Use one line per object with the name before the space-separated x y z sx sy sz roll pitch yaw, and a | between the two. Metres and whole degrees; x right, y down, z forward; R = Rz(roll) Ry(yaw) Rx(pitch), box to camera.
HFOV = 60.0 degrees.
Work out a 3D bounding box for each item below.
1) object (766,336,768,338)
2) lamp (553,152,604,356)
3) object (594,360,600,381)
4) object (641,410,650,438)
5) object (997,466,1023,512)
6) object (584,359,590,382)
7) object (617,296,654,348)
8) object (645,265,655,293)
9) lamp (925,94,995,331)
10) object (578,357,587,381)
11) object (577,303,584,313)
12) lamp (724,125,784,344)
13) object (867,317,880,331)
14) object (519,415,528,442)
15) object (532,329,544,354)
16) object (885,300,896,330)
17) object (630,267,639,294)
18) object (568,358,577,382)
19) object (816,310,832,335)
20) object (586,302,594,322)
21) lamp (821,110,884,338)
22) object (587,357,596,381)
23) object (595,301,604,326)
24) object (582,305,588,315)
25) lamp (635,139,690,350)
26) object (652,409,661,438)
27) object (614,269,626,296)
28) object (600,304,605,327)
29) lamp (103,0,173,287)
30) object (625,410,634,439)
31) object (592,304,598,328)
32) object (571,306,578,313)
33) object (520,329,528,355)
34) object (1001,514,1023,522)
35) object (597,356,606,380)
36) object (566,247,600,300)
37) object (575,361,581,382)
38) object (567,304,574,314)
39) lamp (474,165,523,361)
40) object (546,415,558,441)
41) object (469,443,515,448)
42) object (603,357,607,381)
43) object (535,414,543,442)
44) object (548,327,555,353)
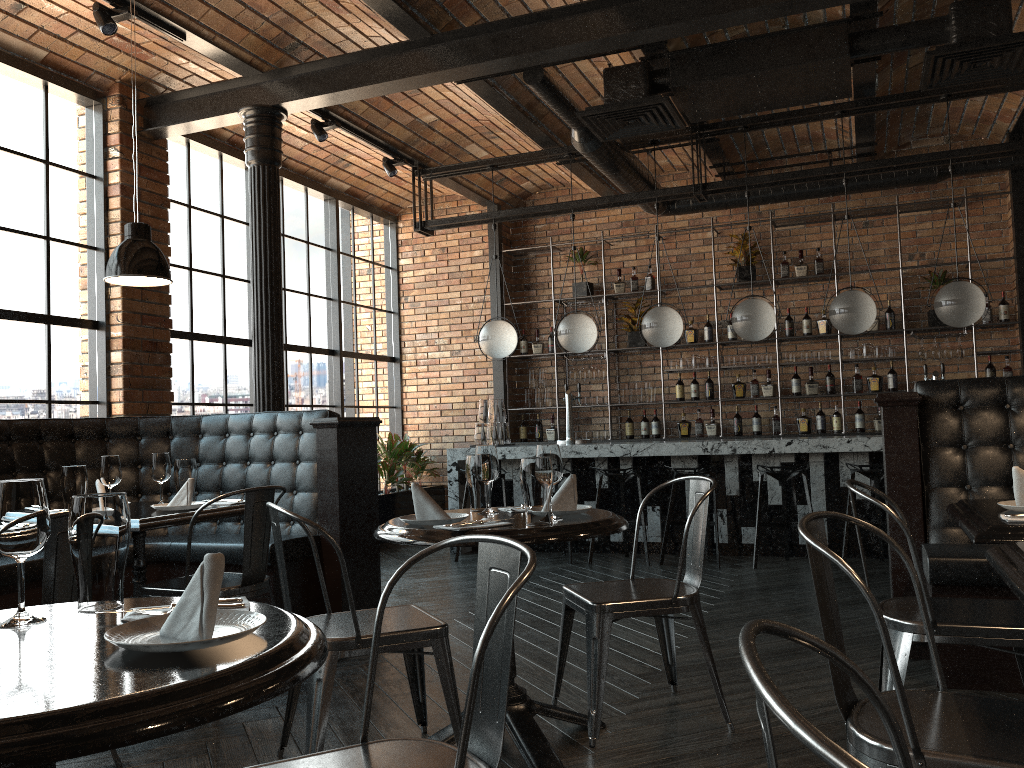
object | 2.478 -0.574 8.747 0.083 0.282 0.083 -3 -3 22
lamp | 0.534 -1.116 7.612 0.340 1.754 0.340 -1 -3 -22
object | 0.897 -0.154 9.445 0.092 0.244 0.092 -4 -3 27
object | 1.379 0.414 9.186 0.086 0.298 0.086 -1 -3 -19
object | 1.586 0.315 2.661 0.232 0.139 0.232 -1 -3 -20
object | 0.805 -0.149 9.482 0.092 0.244 0.092 -4 -3 27
object | 1.303 -0.631 9.190 0.430 0.526 0.425 -4 -3 34
object | 1.430 -1.089 9.185 0.083 0.282 0.083 -4 -4 37
lamp | 3.253 -1.267 6.528 0.340 1.754 0.340 -1 -3 -22
object | 0.744 -0.155 9.329 0.092 0.244 0.092 -4 -3 27
object | 0.723 -0.726 9.357 0.092 0.244 0.092 -4 -3 27
lamp | 1.893 -1.191 7.070 0.340 1.754 0.340 -1 -3 -22
object | 3.402 -0.624 8.364 0.123 0.279 0.123 -4 -3 30
object | 0.124 0.484 9.660 0.086 0.299 0.086 -1 -3 -19
object | 0.281 -0.451 9.608 0.123 0.279 0.123 -3 -3 11
object | 3.547 -0.641 8.324 0.086 0.297 0.086 -1 -3 -19
object | 1.276 -1.081 9.246 0.083 0.282 0.083 -2 -3 7
object | 0.642 -0.149 9.369 0.092 0.244 0.092 -4 -3 27
object | 3.007 -0.585 8.534 0.094 0.248 0.151 0 -4 -39
object | 0.815 -0.731 9.320 0.092 0.244 0.092 -4 -3 27
lamp | 2.573 -1.229 6.799 0.340 1.754 0.340 -1 -3 -22
object | 0.836 -0.160 9.292 0.092 0.244 0.092 -4 -3 27
object | 0.911 -0.737 9.282 0.092 0.244 0.092 -4 -3 27
object | 0.785 -0.721 9.510 0.092 0.244 0.092 -4 -3 27
lamp | 1.214 -1.154 7.341 0.340 1.754 0.340 -1 -3 -22
object | 1.480 0.408 9.120 0.086 0.298 0.086 -1 -3 -19
object | 1.130 -1.070 9.306 0.123 0.279 0.123 -3 -3 10
object | 0.973 -0.731 9.435 0.092 0.244 0.092 -4 -3 27
lamp | -1.719 -1.287 4.054 0.291 1.653 0.291 -1 -3 -23
object | 1.224 0.423 9.221 0.086 0.299 0.086 -1 -3 -19
object | 0.876 -0.726 9.473 0.092 0.244 0.092 -4 -3 27
object | 0.683 -0.715 9.551 0.092 0.244 0.092 -4 -3 27
object | 0.132 -0.451 9.716 0.086 0.298 0.086 -1 -3 -19
object | 1.482 0.362 2.424 0.255 0.019 0.157 -3 -3 22
object | 0.932 -0.165 9.254 0.092 0.244 0.092 -4 -3 27
object | 0.753 -1.186 9.487 0.377 0.554 0.422 -3 -3 9
object | 0.703 -0.144 9.522 0.092 0.244 0.092 -4 -3 27
object | 0.621 -0.721 9.398 0.092 0.244 0.092 -4 -3 27
lamp | -0.146 -1.078 7.883 0.340 1.754 0.340 -1 -3 -22
object | 0.440 0.475 9.512 0.123 0.279 0.123 -4 -3 35
object | -0.170 0.549 7.930 0.273 0.019 0.437 -3 -3 22
object | 0.993 -0.160 9.407 0.092 0.244 0.092 -4 -3 27
object | 0.290 0.472 9.560 0.086 0.297 0.086 0 -3 -34
object | 0.431 -0.469 9.567 0.086 0.299 0.086 -1 -3 -19
